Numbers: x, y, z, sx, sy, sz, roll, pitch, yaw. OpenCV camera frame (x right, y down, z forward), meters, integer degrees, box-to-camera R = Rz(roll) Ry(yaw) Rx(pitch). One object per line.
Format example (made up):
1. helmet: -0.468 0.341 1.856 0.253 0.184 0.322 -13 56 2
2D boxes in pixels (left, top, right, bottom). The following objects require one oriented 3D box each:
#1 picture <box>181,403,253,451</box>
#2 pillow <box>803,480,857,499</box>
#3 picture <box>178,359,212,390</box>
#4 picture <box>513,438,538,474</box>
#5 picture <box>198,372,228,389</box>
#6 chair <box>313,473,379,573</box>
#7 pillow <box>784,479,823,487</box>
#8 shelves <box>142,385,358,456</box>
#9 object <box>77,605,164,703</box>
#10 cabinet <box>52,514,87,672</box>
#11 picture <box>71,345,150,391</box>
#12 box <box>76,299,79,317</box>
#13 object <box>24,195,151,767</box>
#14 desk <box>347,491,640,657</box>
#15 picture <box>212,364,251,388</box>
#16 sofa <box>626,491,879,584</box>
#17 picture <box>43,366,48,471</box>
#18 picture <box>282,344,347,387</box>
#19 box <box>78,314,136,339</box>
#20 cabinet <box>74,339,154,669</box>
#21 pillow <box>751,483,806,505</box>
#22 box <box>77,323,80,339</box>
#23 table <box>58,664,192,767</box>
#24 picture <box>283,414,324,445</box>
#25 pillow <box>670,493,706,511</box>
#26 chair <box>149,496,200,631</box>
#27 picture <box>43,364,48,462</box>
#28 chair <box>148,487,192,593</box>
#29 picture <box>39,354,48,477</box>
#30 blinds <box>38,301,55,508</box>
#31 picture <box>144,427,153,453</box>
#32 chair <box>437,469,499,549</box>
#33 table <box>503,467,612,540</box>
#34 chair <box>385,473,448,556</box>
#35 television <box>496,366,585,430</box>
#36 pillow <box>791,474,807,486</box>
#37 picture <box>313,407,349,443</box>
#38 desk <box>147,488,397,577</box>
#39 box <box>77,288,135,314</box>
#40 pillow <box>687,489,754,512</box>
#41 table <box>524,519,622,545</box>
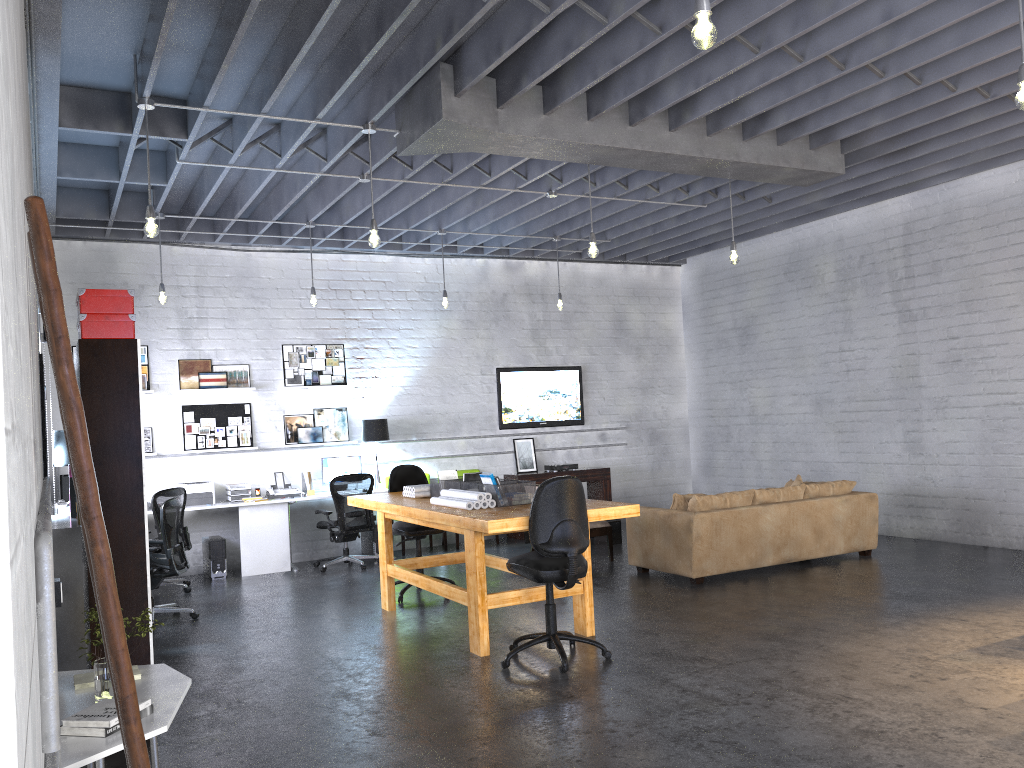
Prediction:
1. picture: -3.300 0.476 9.953 0.749 0.503 0.058 -2 -2 -28
2. pillow: 3.065 1.155 8.792 0.663 0.386 0.308 -2 -2 -26
3. picture: -3.523 -0.104 9.876 0.355 0.343 0.042 -2 -2 -28
4. picture: 0.177 0.945 11.721 0.308 0.456 0.092 -2 -2 -28
5. picture: -3.352 -0.037 9.941 0.311 0.196 0.029 -2 -2 -28
6. chair: -1.871 1.505 9.788 0.753 1.031 0.732 -4 -2 31
7. pillow: 3.076 1.191 9.205 0.238 0.375 0.750 -2 -2 -28
8. shelves: -3.229 0.401 9.915 3.023 0.694 0.199 -2 -2 -28
9. object: -1.511 1.025 3.396 0.297 0.362 0.271 -3 -2 7
10. cabinet: -2.765 1.392 5.798 0.465 1.021 1.152 -2 -2 -28
11. picture: -4.280 -0.162 9.474 0.749 0.503 0.058 -2 -2 -28
12. box: -2.237 -0.409 4.861 0.268 0.133 0.206 -2 -2 -28
13. object: -1.064 0.611 2.344 0.320 2.120 0.425 -2 -2 -28
14. desk: -0.283 1.353 6.819 1.114 0.926 2.834 -2 -2 -28
15. picture: -3.179 -0.082 10.051 0.409 0.277 0.036 -2 -2 -28
16. sofa: 2.362 1.442 8.693 2.329 0.628 1.105 -2 -2 -28
17. picture: -3.279 0.266 6.213 0.020 0.780 0.607 -2 -2 -28
18. picture: -2.334 -0.221 10.494 0.749 0.503 0.058 -2 -2 -28
19. box: -2.133 -0.291 4.673 0.270 0.131 0.206 -2 -2 -28
20. cabinet: -2.225 0.815 4.938 0.291 2.046 0.873 -2 -2 -28
21. pillow: 2.484 1.173 8.496 0.666 0.402 0.291 -2 -2 -28
22. box: -2.230 -0.279 4.858 0.270 0.131 0.206 -2 -2 -28
23. table: -1.457 1.469 3.369 0.517 0.532 1.337 -2 -2 -28
24. picture: -2.442 0.529 10.395 0.452 0.345 0.054 -2 -2 -28
25. pillow: 1.666 1.206 8.306 0.523 0.403 0.319 -3 -2 -8
26. chair: -3.021 1.465 7.368 0.752 1.031 0.732 -2 -2 -24
27. picture: -4.610 0.298 8.752 0.020 0.934 0.659 -2 -2 -28
28. chair: -3.541 1.548 8.739 0.752 1.031 0.732 -3 -2 -4
29. picture: -2.954 0.224 5.592 0.020 0.780 0.607 -2 -2 -28
30. blinds: -3.835 0.276 7.360 0.100 1.631 2.121 -2 -2 -28
31. picture: -4.086 0.613 9.541 0.409 0.277 0.036 -2 -2 -28
32. chair: -0.549 1.545 11.076 0.611 0.920 0.516 -2 -2 -28
33. table: 0.625 1.562 11.755 1.410 0.819 0.404 -2 -2 -28
34. chair: -1.164 1.563 10.754 0.611 0.920 0.516 -2 -2 -28
35. television: 0.394 0.176 11.891 1.324 0.816 0.021 -2 -2 -28
36. pillow: 2.898 1.151 9.073 0.243 0.423 0.550 -3 -2 13
37. picture: -2.150 0.489 10.560 0.409 0.408 0.048 -2 -2 -28
38. desk: -2.429 1.605 8.520 3.574 0.785 3.301 -2 -3 -28
39. box: -2.140 -0.421 4.677 0.270 0.131 0.206 -2 -2 -28
40. pillow: 1.886 1.191 8.183 0.704 0.402 0.291 -2 -2 -28
41. table: 0.722 1.773 10.669 0.873 0.300 0.874 -2 -2 -24
